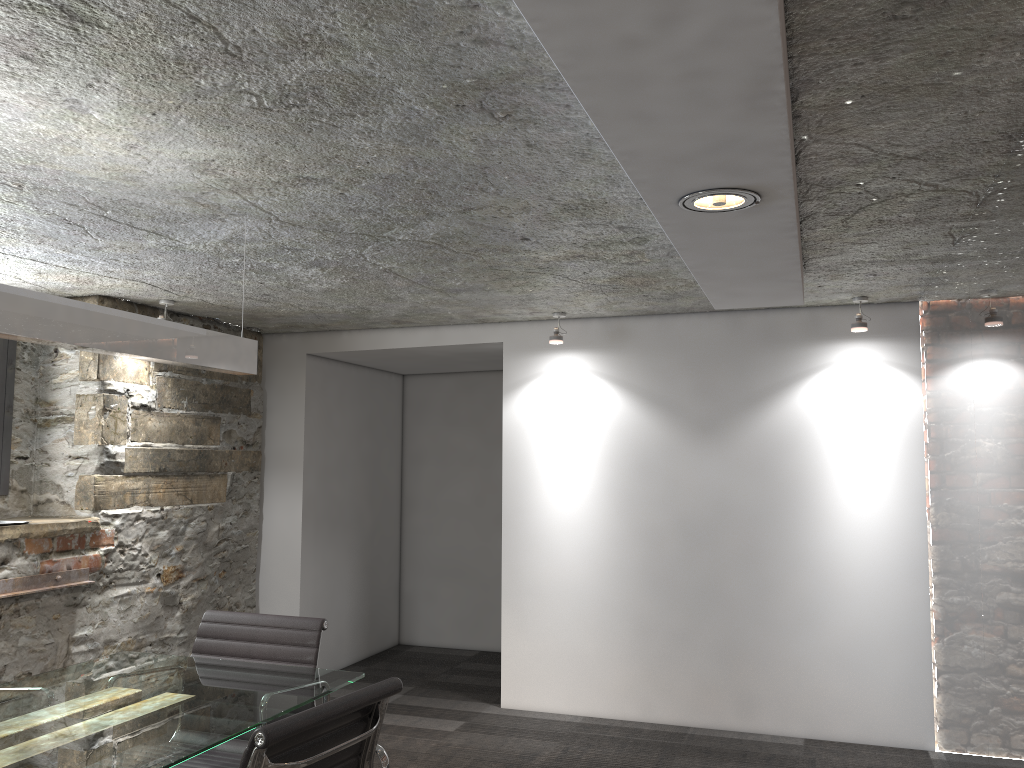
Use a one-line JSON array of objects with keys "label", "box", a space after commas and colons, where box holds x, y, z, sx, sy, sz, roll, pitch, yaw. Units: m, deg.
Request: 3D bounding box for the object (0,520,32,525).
[{"label": "object", "box": [-2.310, 0.586, 3.694, 0.310, 0.007, 0.457, -1, -5, 19]}]

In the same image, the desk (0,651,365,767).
[{"label": "desk", "box": [-1.383, 1.102, 1.314, 0.909, 0.711, 3.154, -1, -5, 19]}]

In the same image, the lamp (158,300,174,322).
[{"label": "lamp", "box": [-1.747, -0.337, 4.447, 0.098, 0.165, 0.077, 4, -7, -38]}]

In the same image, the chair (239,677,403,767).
[{"label": "chair", "box": [-0.625, 1.102, 1.982, 0.667, 0.837, 0.693, -1, -5, 17]}]

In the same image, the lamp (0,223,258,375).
[{"label": "lamp", "box": [-1.379, -0.427, 1.451, 0.073, 0.524, 3.159, -1, -5, 19]}]

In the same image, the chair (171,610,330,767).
[{"label": "chair", "box": [-0.924, 1.163, 2.677, 0.693, 0.837, 0.667, -1, -5, 11]}]
